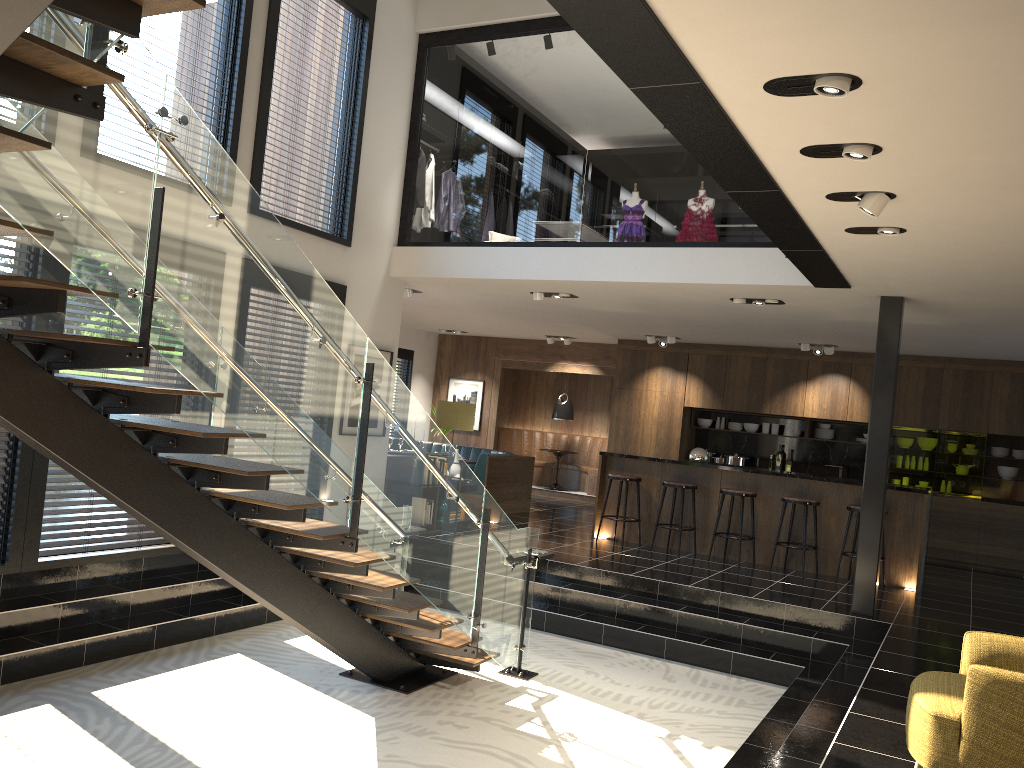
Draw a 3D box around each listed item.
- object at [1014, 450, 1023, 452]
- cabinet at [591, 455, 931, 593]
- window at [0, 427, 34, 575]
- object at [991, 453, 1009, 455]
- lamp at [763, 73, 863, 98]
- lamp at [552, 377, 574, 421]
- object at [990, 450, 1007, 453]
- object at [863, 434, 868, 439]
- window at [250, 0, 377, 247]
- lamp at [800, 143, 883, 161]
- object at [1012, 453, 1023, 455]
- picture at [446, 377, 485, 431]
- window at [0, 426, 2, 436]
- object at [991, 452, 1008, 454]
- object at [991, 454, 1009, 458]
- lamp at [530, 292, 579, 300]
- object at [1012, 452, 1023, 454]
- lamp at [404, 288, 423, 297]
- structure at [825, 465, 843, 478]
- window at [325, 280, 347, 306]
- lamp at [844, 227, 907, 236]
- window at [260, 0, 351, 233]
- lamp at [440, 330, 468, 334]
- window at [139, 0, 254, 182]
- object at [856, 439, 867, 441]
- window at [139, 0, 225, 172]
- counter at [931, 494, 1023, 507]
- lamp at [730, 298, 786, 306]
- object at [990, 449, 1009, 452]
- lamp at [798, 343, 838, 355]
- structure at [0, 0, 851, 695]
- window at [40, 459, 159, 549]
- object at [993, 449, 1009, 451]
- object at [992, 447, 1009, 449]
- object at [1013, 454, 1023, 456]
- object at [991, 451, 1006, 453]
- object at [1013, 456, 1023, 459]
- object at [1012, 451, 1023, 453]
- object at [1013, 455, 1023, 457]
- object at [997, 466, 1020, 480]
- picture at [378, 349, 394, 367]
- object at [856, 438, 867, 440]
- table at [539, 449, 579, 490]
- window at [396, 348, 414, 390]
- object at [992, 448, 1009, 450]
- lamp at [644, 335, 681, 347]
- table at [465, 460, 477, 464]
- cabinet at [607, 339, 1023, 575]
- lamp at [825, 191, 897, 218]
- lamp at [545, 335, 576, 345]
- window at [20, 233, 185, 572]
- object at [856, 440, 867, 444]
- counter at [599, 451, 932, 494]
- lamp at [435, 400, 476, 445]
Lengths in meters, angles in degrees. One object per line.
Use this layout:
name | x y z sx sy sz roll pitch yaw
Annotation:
object | 6.735 0.896 11.718 0.220 0.033 0.220 5 -2 11
cabinet | 2.727 1.499 10.051 3.562 0.994 0.699 5 -2 28
window | -3.672 -0.034 5.392 0.358 2.475 1.499 5 -1 28
object | 6.504 0.945 11.835 0.220 0.033 0.220 4 -2 38
lamp | 1.095 -1.134 3.227 0.346 0.177 0.195 5 -2 28
lamp | 0.927 0.141 15.395 0.389 0.973 0.389 6 -1 -19
object | 6.507 0.910 11.836 0.220 0.033 0.220 4 -2 38
object | 5.119 0.763 12.586 0.254 0.088 0.254 7 -2 -37
window | -1.935 -2.640 8.221 0.358 2.475 1.394 5 -1 28
lamp | 1.454 -1.076 3.914 0.346 0.177 0.195 5 -2 28
object | 6.730 0.942 11.717 0.220 0.033 0.220 5 -2 11
picture | -0.868 0.359 16.017 0.748 0.911 0.028 5 -1 28
window | -3.731 -0.038 5.433 0.005 2.296 1.314 5 -1 28
object | 6.505 0.933 11.836 0.220 0.033 0.220 4 -2 38
object | 6.503 0.958 11.835 0.220 0.033 0.220 4 -2 38
lamp | 0.459 -0.993 9.526 0.501 0.231 0.349 5 -2 28
object | 6.732 0.929 11.718 0.220 0.033 0.220 5 -2 11
lamp | -1.313 -1.135 10.462 0.501 0.248 0.349 5 -2 28
structure | 4.528 1.273 12.516 0.242 0.231 0.174 5 -1 28
window | -2.222 0.199 8.172 0.358 2.475 1.394 5 -1 28
lamp | 2.171 -0.971 5.286 0.346 0.158 0.195 5 -2 28
window | -1.993 -2.645 8.261 0.005 2.296 1.222 5 -1 28
lamp | -1.024 -0.967 15.483 0.501 0.213 0.349 5 -2 28
window | -2.666 -2.757 6.818 0.358 2.475 1.394 5 -1 28
object | 5.114 0.825 12.583 0.438 0.039 0.438 7 -2 -26
window | -2.725 -2.762 6.858 0.005 2.296 1.222 5 -1 28
counter | 4.710 1.412 12.570 4.589 0.005 0.863 5 -2 28
lamp | 2.363 -0.850 8.522 0.501 0.194 0.349 5 -2 28
object | 6.509 0.900 11.836 0.220 0.033 0.220 4 -2 38
lamp | 4.091 -0.529 11.842 0.501 0.280 0.349 5 -2 28
structure | -0.311 0.033 4.643 3.445 4.867 7.285 5 -2 27
window | -3.040 0.073 6.756 0.005 2.296 1.314 5 -1 28
object | 6.510 0.890 11.836 0.220 0.033 0.220 4 -2 38
object | 6.512 0.865 11.837 0.220 0.033 0.220 4 -2 38
object | 6.729 0.952 11.717 0.220 0.033 0.220 5 -2 11
object | 6.506 0.923 11.836 0.220 0.033 0.220 4 -2 38
object | 6.727 0.977 11.717 0.220 0.033 0.220 5 -2 11
object | 6.733 0.919 11.718 0.220 0.033 0.220 5 -2 11
object | 6.728 0.964 11.717 0.220 0.033 0.220 5 -2 11
object | 6.591 1.187 11.784 0.264 0.170 0.264 6 -2 2
picture | -1.495 0.082 9.146 0.028 0.911 0.749 5 -1 28
object | 5.115 0.811 12.583 0.438 0.039 0.438 7 -2 -26
table | 0.786 1.482 15.389 0.702 0.643 0.702 6 -1 2
window | -2.332 0.483 15.142 0.312 2.372 1.506 5 -1 28
object | 6.511 0.877 11.837 0.220 0.033 0.220 4 -2 38
lamp | 2.188 -0.683 12.847 0.501 0.294 0.349 5 -2 28
table | -1.310 1.332 12.466 1.537 0.661 0.823 5 -2 28
cabinet | 4.754 0.927 12.575 6.889 2.689 0.870 5 -1 28
lamp | 1.808 -0.984 4.599 0.346 0.247 0.195 5 -2 28
lamp | 0.799 -0.779 14.517 0.501 0.280 0.349 5 -2 28
window | -2.982 0.077 6.716 0.358 2.475 1.499 5 -1 28
object | 5.113 0.838 12.582 0.438 0.039 0.438 7 -2 -26
counter | 2.777 0.983 10.061 3.571 0.041 0.699 5 -2 28
lamp | -0.757 0.906 9.597 0.638 1.444 0.437 7 -1 -37
